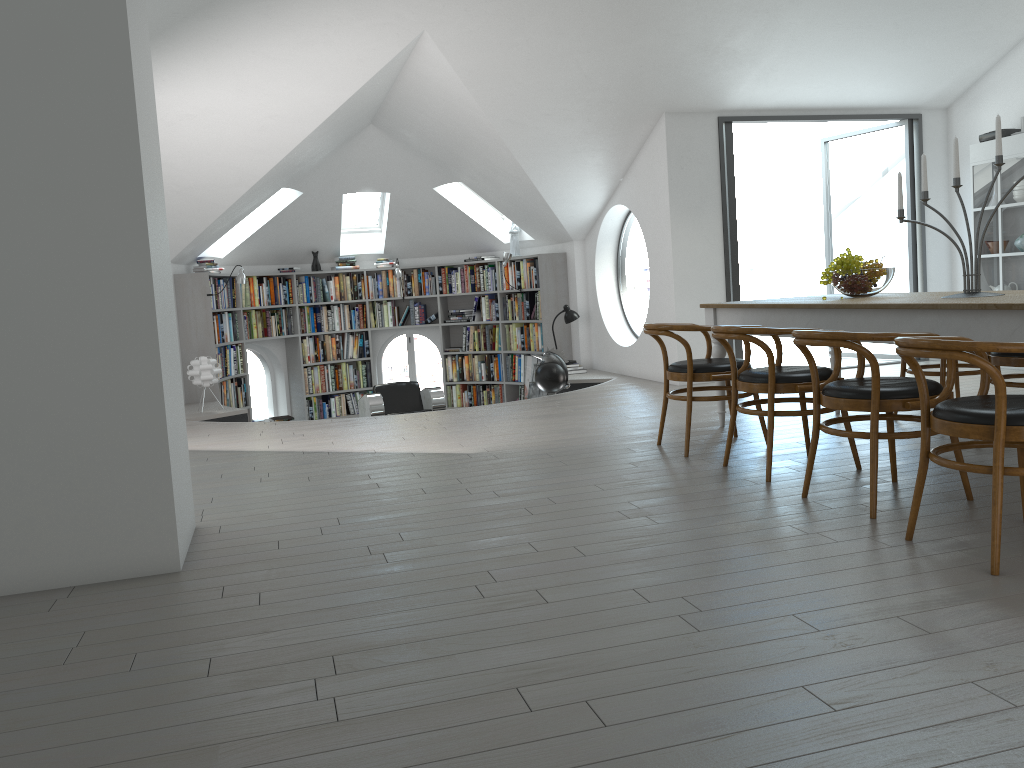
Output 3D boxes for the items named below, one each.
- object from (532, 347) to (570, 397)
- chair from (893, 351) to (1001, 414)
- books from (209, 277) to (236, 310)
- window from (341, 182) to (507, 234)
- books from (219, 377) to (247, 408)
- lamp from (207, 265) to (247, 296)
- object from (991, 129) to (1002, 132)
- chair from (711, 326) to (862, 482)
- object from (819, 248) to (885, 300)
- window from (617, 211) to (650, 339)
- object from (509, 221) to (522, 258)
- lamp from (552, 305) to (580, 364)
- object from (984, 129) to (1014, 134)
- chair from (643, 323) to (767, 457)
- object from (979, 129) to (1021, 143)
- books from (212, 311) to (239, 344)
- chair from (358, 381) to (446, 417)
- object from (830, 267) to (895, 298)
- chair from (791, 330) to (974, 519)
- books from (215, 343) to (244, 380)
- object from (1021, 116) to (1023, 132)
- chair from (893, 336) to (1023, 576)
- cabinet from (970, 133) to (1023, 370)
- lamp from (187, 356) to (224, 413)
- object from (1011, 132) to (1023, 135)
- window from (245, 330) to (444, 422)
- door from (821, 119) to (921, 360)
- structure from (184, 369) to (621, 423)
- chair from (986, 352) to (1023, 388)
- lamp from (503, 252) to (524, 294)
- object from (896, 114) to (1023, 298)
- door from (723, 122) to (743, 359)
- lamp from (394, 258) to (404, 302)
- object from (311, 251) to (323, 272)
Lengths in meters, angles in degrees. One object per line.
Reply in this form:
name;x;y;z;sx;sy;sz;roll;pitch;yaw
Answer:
object;0.384;-0.090;8.756;0.320;0.561;0.321;-8;6;-42
chair;2.732;-0.150;5.448;0.622;0.733;0.528;-5;5;-15
books;-3.350;-1.002;9.829;0.300;0.360;1.035;-4;6;1
window;-1.778;-2.257;10.751;4.057;0.711;1.936;-5;6;-15
books;-3.227;0.333;9.659;0.391;0.694;1.644;-4;6;-5
lamp;-3.044;-1.104;9.437;0.414;0.311;0.117;-6;5;-18
object;4.322;-2.174;7.814;0.170;0.119;0.170;-5;6;-15
chair;1.308;0.059;4.365;0.622;0.733;0.528;-5;5;-15
object;1.947;-0.631;5.026;0.292;0.283;0.395;0;7;39
window;1.422;-1.155;9.274;0.104;1.467;1.473;-5;5;-15
object;0.028;-1.797;10.958;0.179;0.471;0.179;-4;5;-6
lamp;0.609;-0.556;9.893;0.322;0.659;0.234;-4;5;0
object;4.323;-2.165;7.814;0.238;0.119;0.238;-5;6;-15
chair;1.076;0.001;5.055;0.621;0.733;0.528;-5;5;-12
object;4.323;-2.155;7.815;0.299;0.119;0.299;-5;6;-15
books;-3.337;-0.618;9.876;0.303;0.347;1.091;-4;6;1
chair;-1.209;0.360;9.736;0.824;0.718;0.742;-6;6;-20
object;1.980;-0.570;5.024;0.360;0.159;0.360;-8;7;-34
chair;1.485;0.123;3.661;0.622;0.733;0.528;-6;5;-20
books;-3.271;-0.243;9.879;0.260;0.358;1.022;-4;6;2
object;4.349;-2.212;7.519;0.054;0.196;0.054;-3;5;10
chair;1.610;0.191;2.947;0.621;0.733;0.528;-5;5;-12
cabinet;4.425;-1.144;7.766;0.361;1.985;0.643;-5;5;-15
lamp;-2.948;-0.002;8.526;0.306;0.524;0.306;-6;5;-26
object;4.409;-2.126;7.518;0.295;0.025;0.151;-3;6;9
window;-2.355;-0.105;11.605;3.235;1.148;0.617;-7;6;-29
door;3.676;-1.434;9.136;0.080;2.341;1.052;-6;5;-30
structure;-1.247;0.381;9.616;4.708;0.691;4.722;0;7;30
chair;2.865;-0.083;4.734;0.622;0.733;0.528;-5;5;-18
lamp;0.030;-1.332;10.668;0.275;0.524;0.112;-6;5;-24
object;2.167;-0.837;4.045;0.266;0.873;0.775;-8;6;-41
door;1.915;-1.270;8.687;0.080;2.341;1.053;-5;5;-15
lamp;-1.457;-1.336;11.429;0.113;0.565;0.358;-4;5;-8
object;-2.500;-1.567;11.347;0.147;0.264;0.202;-5;5;-18
